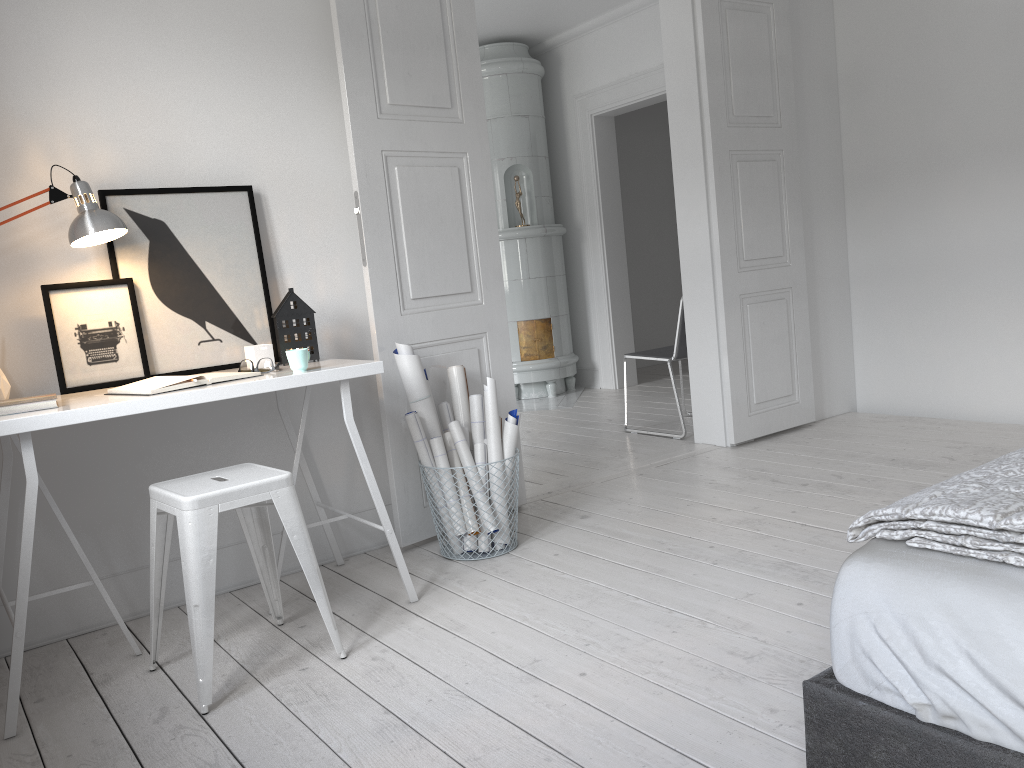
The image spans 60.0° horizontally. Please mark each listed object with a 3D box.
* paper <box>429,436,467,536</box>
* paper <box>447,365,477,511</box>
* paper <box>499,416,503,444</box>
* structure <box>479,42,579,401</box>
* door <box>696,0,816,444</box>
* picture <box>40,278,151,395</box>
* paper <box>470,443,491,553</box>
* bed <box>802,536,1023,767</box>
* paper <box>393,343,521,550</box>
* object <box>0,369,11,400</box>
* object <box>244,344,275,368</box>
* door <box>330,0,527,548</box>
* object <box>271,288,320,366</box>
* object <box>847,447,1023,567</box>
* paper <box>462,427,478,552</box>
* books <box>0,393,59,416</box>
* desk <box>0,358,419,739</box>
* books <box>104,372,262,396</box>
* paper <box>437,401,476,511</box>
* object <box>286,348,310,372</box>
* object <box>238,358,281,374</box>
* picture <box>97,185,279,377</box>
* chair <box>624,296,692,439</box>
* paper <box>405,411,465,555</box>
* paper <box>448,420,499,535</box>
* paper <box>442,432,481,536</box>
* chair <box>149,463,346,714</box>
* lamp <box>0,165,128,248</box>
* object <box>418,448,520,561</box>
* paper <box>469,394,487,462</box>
[{"bbox_3d":[-0.229,0.367,3.196,0.129,0.360,0.047,1,10,44],"label":"paper"},{"bbox_3d":[-0.169,0.262,3.409,0.073,0.669,0.181,-8,7,-12],"label":"paper"},{"bbox_3d":[-0.059,0.356,3.386,0.057,0.464,0.123,-2,8,27],"label":"paper"},{"bbox_3d":[0.037,-1.267,7.115,0.787,2.742,0.788,-1,9,38],"label":"structure"},{"bbox_3d":[1.269,-0.894,4.565,0.666,2.325,0.034,-11,8,-34],"label":"door"},{"bbox_3d":[-1.283,-0.152,2.744,0.261,0.333,0.062,-11,8,-34],"label":"picture"},{"bbox_3d":[-0.111,0.412,3.281,0.078,0.389,0.234,-7,7,-4],"label":"paper"},{"bbox_3d":[1.693,0.118,0.962,1.889,1.168,2.176,-11,8,-34],"label":"bed"},{"bbox_3d":[-0.179,0.215,3.284,0.431,0.793,0.181,-5,7,8],"label":"paper"},{"bbox_3d":[-1.529,-0.004,2.595,0.101,0.126,0.101,-11,8,-34],"label":"object"},{"bbox_3d":[-0.832,-0.091,2.923,0.065,0.073,0.078,-12,9,-38],"label":"object"},{"bbox_3d":[-0.310,-0.586,3.422,0.678,2.325,0.034,-12,9,-43],"label":"door"},{"bbox_3d":[-0.721,-0.194,2.943,0.135,0.248,0.135,-8,7,-19],"label":"object"},{"bbox_3d":[1.219,0.105,1.660,1.460,0.104,0.405,-11,8,-34],"label":"object"},{"bbox_3d":[-0.171,0.386,3.274,0.054,0.431,0.253,-6,7,1],"label":"paper"},{"bbox_3d":[-1.281,0.053,2.337,0.149,0.024,0.207,-10,8,-28],"label":"books"},{"bbox_3d":[-0.972,0.384,2.679,1.163,0.776,0.641,-11,8,-34],"label":"desk"},{"bbox_3d":[-0.932,-0.012,2.549,0.291,0.029,0.358,0,9,41],"label":"books"},{"bbox_3d":[-0.195,0.338,3.353,0.047,0.541,0.200,-10,8,-30],"label":"paper"},{"bbox_3d":[-0.622,-0.070,2.613,0.082,0.065,0.064,-11,9,-36],"label":"object"},{"bbox_3d":[-0.752,-0.059,2.712,0.114,0.047,0.133,1,10,43],"label":"object"},{"bbox_3d":[-1.056,-0.343,2.943,0.493,0.614,0.062,-11,8,-34],"label":"picture"},{"bbox_3d":[0.987,-0.140,5.172,0.562,0.797,0.525,-11,8,-34],"label":"chair"},{"bbox_3d":[-0.276,0.360,3.211,0.166,0.546,0.046,-7,7,-11],"label":"paper"},{"bbox_3d":[-0.141,0.338,3.241,0.049,0.403,0.244,-10,8,-32],"label":"paper"},{"bbox_3d":[-0.187,0.361,3.244,0.047,0.358,0.239,-9,7,-20],"label":"paper"},{"bbox_3d":[-0.765,0.516,2.436,0.407,0.527,0.409,-12,9,-39],"label":"chair"},{"bbox_3d":[-1.367,-0.253,2.530,0.568,0.745,0.164,-12,9,-39],"label":"lamp"},{"bbox_3d":[-0.140,0.437,3.286,0.375,0.350,0.374,-10,8,-32],"label":"object"},{"bbox_3d":[-0.114,0.317,3.360,0.060,0.553,0.153,-5,7,11],"label":"paper"}]
